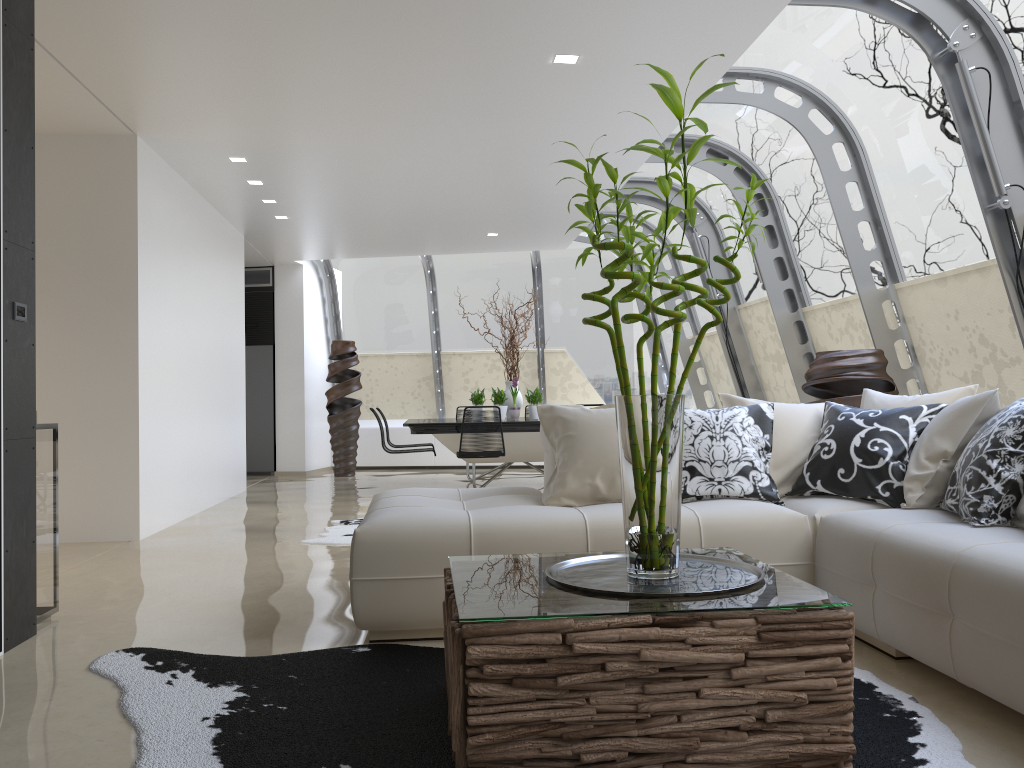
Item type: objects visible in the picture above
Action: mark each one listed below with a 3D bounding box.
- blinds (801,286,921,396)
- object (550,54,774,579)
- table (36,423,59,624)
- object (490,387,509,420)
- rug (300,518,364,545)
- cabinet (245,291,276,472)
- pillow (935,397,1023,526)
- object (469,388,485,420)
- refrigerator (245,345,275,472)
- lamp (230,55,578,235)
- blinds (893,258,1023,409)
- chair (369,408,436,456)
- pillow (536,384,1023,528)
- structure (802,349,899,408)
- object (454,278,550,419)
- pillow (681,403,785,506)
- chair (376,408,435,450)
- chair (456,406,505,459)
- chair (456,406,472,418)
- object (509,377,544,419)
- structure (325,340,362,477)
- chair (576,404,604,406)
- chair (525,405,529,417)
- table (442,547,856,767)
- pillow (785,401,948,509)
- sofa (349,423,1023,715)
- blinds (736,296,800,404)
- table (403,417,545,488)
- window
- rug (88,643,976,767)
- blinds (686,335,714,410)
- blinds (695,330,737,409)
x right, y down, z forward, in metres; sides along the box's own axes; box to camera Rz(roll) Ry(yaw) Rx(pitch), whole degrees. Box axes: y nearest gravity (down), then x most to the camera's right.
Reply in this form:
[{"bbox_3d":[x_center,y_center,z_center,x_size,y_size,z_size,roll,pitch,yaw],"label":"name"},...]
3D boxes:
[{"bbox_3d":[2.796,-0.178,7.132,0.329,1.027,1.430,-1,-1,-6],"label":"blinds"},{"bbox_3d":[0.421,-0.223,2.592,0.673,1.546,0.584,-2,-2,33],"label":"object"},{"bbox_3d":[-2.143,0.611,3.845,0.202,0.872,0.350,-1,-1,-6],"label":"table"},{"bbox_3d":[-0.143,0.212,9.833,0.215,0.369,0.284,-2,-2,28],"label":"object"},{"bbox_3d":[0.104,1.072,6.699,3.220,0.008,2.705,-1,-1,-6],"label":"rug"},{"bbox_3d":[-4.325,0.025,12.794,2.252,2.558,0.831,-1,-1,9],"label":"cabinet"},{"bbox_3d":[1.769,0.265,3.185,0.382,0.467,0.608,-1,-1,14],"label":"pillow"},{"bbox_3d":[-0.392,0.226,10.242,0.215,0.369,0.284,-2,-2,33],"label":"object"},{"bbox_3d":[-3.771,0.346,12.406,1.006,1.742,0.234,-1,-1,8],"label":"refrigerator"},{"bbox_3d":[-4.521,-1.793,4.992,9.775,0.004,9.928,-1,-1,-5],"label":"lamp"},{"bbox_3d":[2.949,-0.217,5.601,0.329,1.027,1.430,-1,-1,-6],"label":"blinds"},{"bbox_3d":[-1.155,0.505,9.410,0.688,0.519,0.446,-1,-1,-6],"label":"chair"},{"bbox_3d":[1.624,0.258,3.272,1.656,0.530,3.322,0,-2,-36],"label":"pillow"},{"bbox_3d":[2.155,0.414,5.658,0.672,1.258,0.674,0,-2,-29],"label":"structure"},{"bbox_3d":[-0.150,-0.372,10.164,1.031,1.549,1.135,-1,-1,-14],"label":"object"},{"bbox_3d":[0.907,0.318,4.042,0.604,0.471,0.394,-1,-1,10],"label":"pillow"},{"bbox_3d":[-1.281,0.537,10.679,0.688,0.519,0.446,-1,-1,-6],"label":"chair"},{"bbox_3d":[-0.302,0.469,8.482,0.446,0.519,0.688,-1,-1,-6],"label":"chair"},{"bbox_3d":[-0.541,0.547,11.602,0.446,0.519,0.688,-1,-1,-6],"label":"chair"},{"bbox_3d":[0.182,0.160,10.000,0.417,0.476,0.238,-1,-1,22],"label":"object"},{"bbox_3d":[-2.267,0.333,11.961,0.498,1.843,0.493,-1,-1,5],"label":"structure"},{"bbox_3d":[0.691,0.455,8.581,0.446,0.519,0.688,-1,-1,-6],"label":"chair"},{"bbox_3d":[0.380,0.535,11.694,0.446,0.519,0.688,-1,-1,-6],"label":"chair"},{"bbox_3d":[0.312,0.762,2.534,1.007,0.448,0.923,-1,-1,-5],"label":"table"},{"bbox_3d":[1.554,0.316,3.911,0.405,0.483,0.599,0,-2,-37],"label":"pillow"},{"bbox_3d":[1.053,0.538,2.865,3.257,0.866,4.169,-1,-1,-6],"label":"sofa"},{"bbox_3d":[2.613,-0.232,8.661,0.387,1.214,1.376,-1,-1,-6],"label":"blinds"},{"bbox_3d":[0.050,0.779,10.111,2.494,0.759,3.031,-1,-1,-6],"label":"table"},{"bbox_3d":[-4.456,-0.282,6.899,16.693,3.674,16.171,-1,-1,0],"label":"window"},{"bbox_3d":[0.170,0.972,2.542,2.739,0.008,2.740,0,-1,-20],"label":"rug"},{"bbox_3d":[2.488,0.472,11.910,0.663,2.118,1.829,-1,-1,-6],"label":"blinds"},{"bbox_3d":[2.489,-0.099,10.195,0.329,1.027,1.430,-1,-1,-6],"label":"blinds"}]
